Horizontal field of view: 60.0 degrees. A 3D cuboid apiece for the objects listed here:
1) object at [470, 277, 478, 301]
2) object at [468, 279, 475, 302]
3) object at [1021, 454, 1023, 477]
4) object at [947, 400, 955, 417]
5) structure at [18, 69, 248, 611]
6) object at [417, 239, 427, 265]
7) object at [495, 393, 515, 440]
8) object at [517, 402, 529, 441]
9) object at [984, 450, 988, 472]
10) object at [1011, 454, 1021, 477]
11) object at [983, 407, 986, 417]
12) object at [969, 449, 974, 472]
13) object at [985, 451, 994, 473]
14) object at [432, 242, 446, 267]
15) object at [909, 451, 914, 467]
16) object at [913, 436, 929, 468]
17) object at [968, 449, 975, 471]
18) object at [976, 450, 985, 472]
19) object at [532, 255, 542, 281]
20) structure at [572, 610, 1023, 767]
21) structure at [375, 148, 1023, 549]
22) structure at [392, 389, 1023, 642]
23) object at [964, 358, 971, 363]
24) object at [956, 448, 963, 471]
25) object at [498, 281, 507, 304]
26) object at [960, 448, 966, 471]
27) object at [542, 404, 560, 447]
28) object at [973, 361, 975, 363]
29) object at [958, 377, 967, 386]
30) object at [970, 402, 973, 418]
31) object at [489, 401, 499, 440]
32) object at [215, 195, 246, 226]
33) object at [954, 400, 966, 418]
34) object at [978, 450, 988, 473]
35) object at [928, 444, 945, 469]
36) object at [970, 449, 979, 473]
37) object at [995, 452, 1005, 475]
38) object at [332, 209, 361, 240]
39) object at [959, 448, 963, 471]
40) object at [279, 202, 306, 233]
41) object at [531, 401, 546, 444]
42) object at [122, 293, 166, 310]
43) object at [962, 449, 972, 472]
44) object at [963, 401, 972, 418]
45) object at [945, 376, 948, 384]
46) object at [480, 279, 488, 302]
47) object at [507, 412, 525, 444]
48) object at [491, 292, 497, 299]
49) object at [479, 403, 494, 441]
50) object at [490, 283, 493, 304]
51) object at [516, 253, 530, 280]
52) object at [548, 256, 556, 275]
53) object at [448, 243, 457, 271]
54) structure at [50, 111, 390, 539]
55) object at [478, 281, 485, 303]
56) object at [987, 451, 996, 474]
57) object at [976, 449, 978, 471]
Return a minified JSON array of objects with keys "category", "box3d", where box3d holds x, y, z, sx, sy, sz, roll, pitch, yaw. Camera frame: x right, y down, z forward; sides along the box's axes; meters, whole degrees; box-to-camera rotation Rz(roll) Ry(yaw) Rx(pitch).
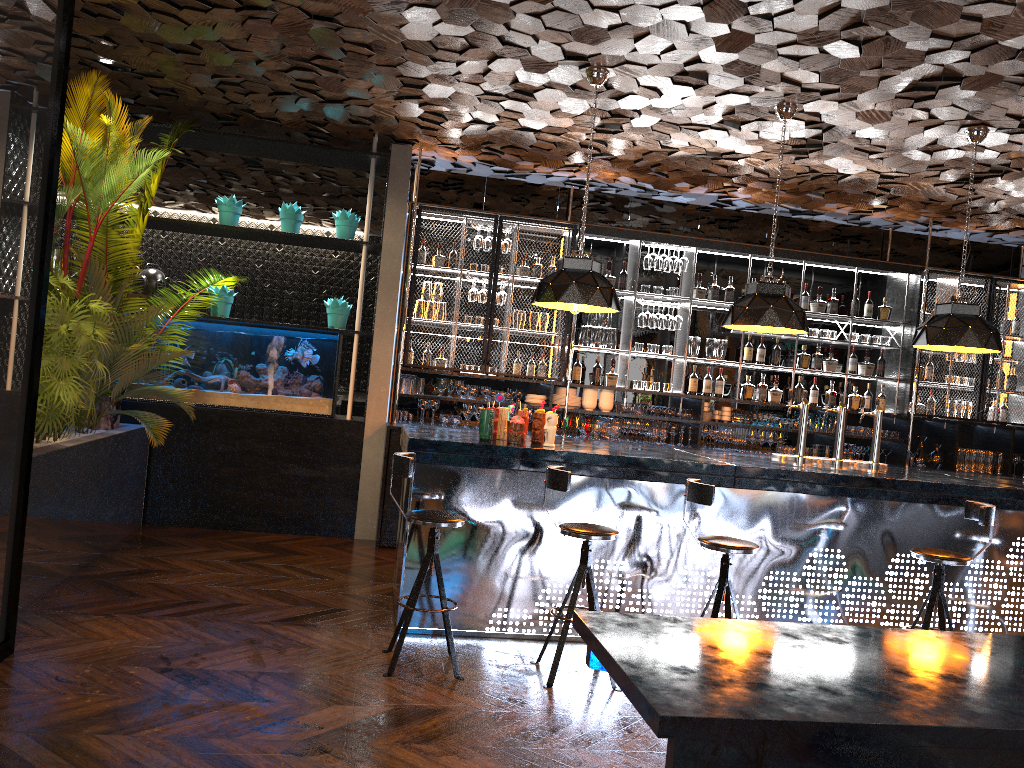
[{"category":"object","box3d":[-0.356,-0.893,8.354,0.081,0.213,0.081,5,0,-3]},{"category":"object","box3d":[-0.378,-0.895,8.496,0.081,0.213,0.081,5,0,-3]},{"category":"object","box3d":[5.301,0.846,9.173,0.101,0.227,0.101,5,0,-31]},{"category":"object","box3d":[4.588,0.275,9.255,0.105,0.209,0.105,5,0,-24]},{"category":"structure","box3d":[-3.307,-0.577,6.746,1.873,3.561,4.073,5,0,-7]},{"category":"object","box3d":[-0.847,-1.236,8.379,0.075,0.260,0.075,6,0,40]},{"category":"object","box3d":[-0.050,0.211,5.704,0.116,0.298,0.105,6,0,22]},{"category":"object","box3d":[0.069,0.244,5.750,0.080,0.254,0.091,5,0,-7]},{"category":"object","box3d":[4.956,0.810,9.256,0.079,0.231,0.079,5,0,-44]},{"category":"object","box3d":[5.166,0.833,9.111,0.101,0.227,0.101,5,0,-31]},{"category":"object","box3d":[4.837,0.299,9.181,0.105,0.209,0.105,5,0,-24]},{"category":"object","box3d":[4.750,0.790,9.139,0.079,0.231,0.079,6,0,1]},{"category":"object","box3d":[4.932,0.808,9.171,0.079,0.231,0.079,5,0,-29]},{"category":"object","box3d":[-0.688,-1.211,8.364,0.108,0.244,0.108,5,0,-20]},{"category":"object","box3d":[4.015,0.681,9.062,0.186,0.307,0.186,5,0,-3]},{"category":"object","box3d":[4.190,0.695,9.089,0.170,0.313,0.170,5,0,-15]},{"category":"object","box3d":[4.767,0.792,9.228,0.079,0.231,0.079,5,0,-16]},{"category":"object","box3d":[4.838,0.799,9.158,0.079,0.231,0.079,5,0,-7]},{"category":"object","box3d":[0.244,-1.118,8.524,0.073,0.246,0.072,5,0,-24]},{"category":"structure","box3d":[2.586,1.296,2.254,4.941,0.998,0.673,5,0,-9]},{"category":"structure","box3d":[2.231,-0.047,8.668,6.750,3.553,1.143,5,0,-9]},{"category":"structure","box3d":[2.231,0.901,6.179,6.009,1.685,1.214,5,0,-9]},{"category":"object","box3d":[4.804,-0.350,9.326,0.092,0.244,0.092,5,0,-15]},{"category":"object","box3d":[4.529,0.770,9.016,0.079,0.231,0.079,6,0,27]},{"category":"object","box3d":[-0.087,-0.867,8.396,0.081,0.213,0.081,5,0,-3]},{"category":"object","box3d":[4.685,0.784,9.226,0.079,0.231,0.079,6,0,23]},{"category":"object","box3d":[0.243,0.257,5.532,0.081,0.264,0.099,6,0,12]},{"category":"object","box3d":[4.906,-0.341,9.342,0.092,0.244,0.092,5,0,-15]},{"category":"object","box3d":[4.679,-0.025,9.211,0.089,0.092,0.089,5,0,-8]},{"category":"object","box3d":[4.832,0.298,9.290,0.105,0.209,0.105,5,0,-24]},{"category":"object","box3d":[-0.125,0.230,5.609,0.078,0.246,0.084,5,0,-11]},{"category":"object","box3d":[-2.556,-1.554,7.993,0.265,0.325,0.245,5,0,-45]},{"category":"object","box3d":[4.613,0.278,9.142,0.105,0.209,0.105,5,0,-24]},{"category":"object","box3d":[4.808,0.796,9.063,0.079,0.231,0.079,6,0,18]},{"category":"object","box3d":[4.335,0.742,9.056,0.158,0.248,0.158,5,0,-15]},{"category":"object","box3d":[4.712,0.787,9.049,0.079,0.231,0.079,5,0,-33]},{"category":"object","box3d":[4.999,0.815,9.092,0.079,0.231,0.079,5,0,-13]},{"category":"object","box3d":[-1.531,-1.456,8.156,0.265,0.325,0.245,5,0,-15]},{"category":"object","box3d":[4.587,0.775,9.117,0.079,0.231,0.079,5,0,-29]},{"category":"object","box3d":[-2.007,-1.502,8.084,0.255,0.325,0.244,6,0,18]},{"category":"object","box3d":[0.172,0.243,5.650,0.080,0.277,0.091,6,0,23]},{"category":"object","box3d":[-3.304,-0.726,7.961,0.320,0.135,0.250,5,0,-9]},{"category":"object","box3d":[4.630,0.779,9.034,0.079,0.231,0.079,5,0,-13]},{"category":"object","box3d":[4.721,0.288,9.223,0.105,0.209,0.105,5,0,-24]},{"category":"object","box3d":[4.559,-0.037,9.236,0.089,0.092,0.089,5,0,-42]},{"category":"object","box3d":[-0.261,-0.884,8.369,0.081,0.213,0.081,5,0,-3]},{"category":"object","box3d":[0.020,0.272,5.484,0.110,0.191,0.131,6,0,3]},{"category":"object","box3d":[-0.176,-0.875,8.382,0.081,0.213,0.081,5,0,-3]},{"category":"object","box3d":[-0.157,0.232,5.458,0.086,0.237,0.084,6,0,10]},{"category":"object","box3d":[-0.198,-0.878,8.525,0.081,0.213,0.081,5,0,-3]},{"category":"object","box3d":[0.109,-1.129,8.504,0.108,0.244,0.108,5,0,-20]},{"category":"object","box3d":[0.387,-1.104,8.547,0.073,0.246,0.072,6,0,6]},{"category":"object","box3d":[-0.557,-1.208,8.400,0.075,0.261,0.075,6,0,40]},{"category":"structure","box3d":[-3.393,-0.676,7.959,4.269,3.734,0.705,5,0,-9]},{"category":"object","box3d":[-0.283,-0.886,8.511,0.081,0.213,0.081,5,0,-3]},{"category":"object","box3d":[4.899,0.805,9.074,0.079,0.231,0.079,6,0,27]},{"category":"object","box3d":[4.870,0.801,9.251,0.079,0.231,0.079,6,0,39]}]
